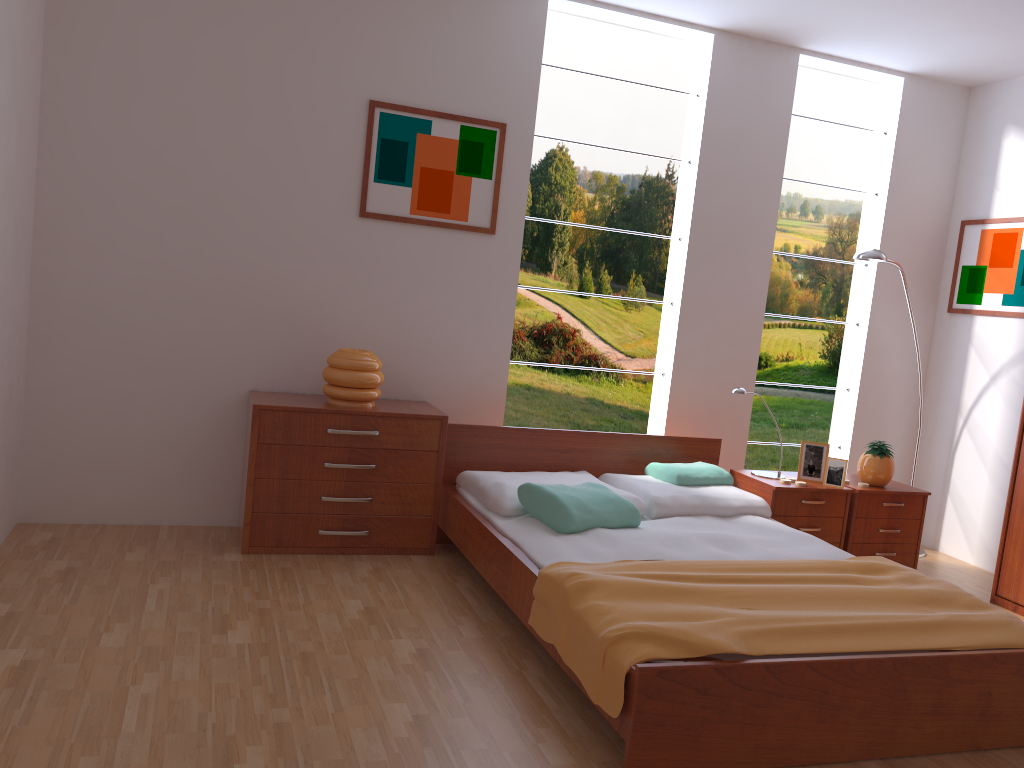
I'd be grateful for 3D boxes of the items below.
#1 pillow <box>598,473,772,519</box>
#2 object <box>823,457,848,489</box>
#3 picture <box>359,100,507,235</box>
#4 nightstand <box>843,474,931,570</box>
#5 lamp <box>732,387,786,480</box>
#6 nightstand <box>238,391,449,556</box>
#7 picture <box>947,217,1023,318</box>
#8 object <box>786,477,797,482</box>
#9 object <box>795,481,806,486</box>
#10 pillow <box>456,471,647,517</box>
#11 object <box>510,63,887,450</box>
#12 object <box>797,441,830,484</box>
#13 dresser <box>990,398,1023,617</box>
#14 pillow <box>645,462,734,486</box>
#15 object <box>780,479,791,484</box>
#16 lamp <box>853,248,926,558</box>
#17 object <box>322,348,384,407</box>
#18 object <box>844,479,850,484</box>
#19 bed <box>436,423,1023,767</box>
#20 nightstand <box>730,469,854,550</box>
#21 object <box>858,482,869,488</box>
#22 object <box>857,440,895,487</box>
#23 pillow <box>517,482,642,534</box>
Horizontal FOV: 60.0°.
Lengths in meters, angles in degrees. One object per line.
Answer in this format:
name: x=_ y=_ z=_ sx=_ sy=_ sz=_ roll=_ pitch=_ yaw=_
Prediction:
pillow: x=0.785 y=0.523 z=4.074 sx=0.630 sy=0.182 sz=0.574 roll=4 pitch=6 yaw=-21
object: x=1.532 y=0.420 z=4.201 sx=0.094 sy=0.137 sz=0.027 roll=9 pitch=6 yaw=26
picture: x=-0.359 y=-0.986 z=4.079 sx=0.645 sy=0.517 sz=0.030 roll=4 pitch=6 yaw=-19
nightstand: x=1.762 y=0.711 z=4.465 sx=0.439 sy=0.442 sz=0.377 roll=4 pitch=6 yaw=-19
lamp: x=1.195 y=0.235 z=4.254 sx=0.337 sy=0.421 sz=0.163 roll=3 pitch=7 yaw=-31
nightstand: x=-0.750 y=0.394 z=3.901 sx=0.815 sy=0.626 sz=0.428 roll=4 pitch=6 yaw=-19
picture: x=2.600 y=-0.617 z=4.687 sx=0.030 sy=0.517 sz=0.645 roll=4 pitch=6 yaw=-19
object: x=1.333 y=0.459 z=4.236 sx=0.049 sy=0.018 sz=0.049 roll=3 pitch=7 yaw=-33
object: x=1.353 y=0.469 z=4.156 sx=0.049 sy=0.018 sz=0.049 roll=3 pitch=7 yaw=-33
pillow: x=0.150 y=0.479 z=3.830 sx=0.682 sy=0.157 sz=0.574 roll=3 pitch=6 yaw=-25
object: x=1.043 y=-0.584 z=4.701 sx=2.205 sy=1.815 sz=0.033 roll=4 pitch=6 yaw=-19
object: x=1.455 y=0.378 z=4.282 sx=0.131 sy=0.191 sz=0.037 roll=7 pitch=6 yaw=11
dresser: x=2.836 y=0.171 z=3.117 sx=0.487 sy=2.004 sz=2.017 roll=4 pitch=6 yaw=-19
pillow: x=0.825 y=0.430 z=4.152 sx=0.322 sy=0.116 sz=0.276 roll=4 pitch=6 yaw=-22
object: x=1.289 y=0.460 z=4.175 sx=0.049 sy=0.018 sz=0.049 roll=3 pitch=7 yaw=-33
lamp: x=2.028 y=0.126 z=4.704 sx=0.387 sy=1.603 sz=0.799 roll=12 pitch=8 yaw=43
object: x=-0.691 y=-0.028 z=3.862 sx=0.264 sy=0.244 sz=0.264 roll=6 pitch=6 yaw=-2
object: x=1.629 y=0.479 z=4.350 sx=0.049 sy=0.018 sz=0.049 roll=3 pitch=7 yaw=-33
bed: x=0.733 y=0.634 z=3.360 sx=1.632 sy=0.560 sz=1.990 roll=4 pitch=6 yaw=-19
nightstand: x=1.325 y=0.679 z=4.312 sx=0.439 sy=0.442 sz=0.377 roll=4 pitch=6 yaw=-19
object: x=1.707 y=0.492 z=4.306 sx=0.049 sy=0.018 sz=0.049 roll=3 pitch=7 yaw=-33
object: x=1.799 y=0.391 z=4.376 sx=0.169 sy=0.223 sz=0.170 roll=1 pitch=7 yaw=-40
pillow: x=0.266 y=0.483 z=3.501 sx=0.425 sy=0.164 sz=0.334 roll=1 pitch=8 yaw=-43
